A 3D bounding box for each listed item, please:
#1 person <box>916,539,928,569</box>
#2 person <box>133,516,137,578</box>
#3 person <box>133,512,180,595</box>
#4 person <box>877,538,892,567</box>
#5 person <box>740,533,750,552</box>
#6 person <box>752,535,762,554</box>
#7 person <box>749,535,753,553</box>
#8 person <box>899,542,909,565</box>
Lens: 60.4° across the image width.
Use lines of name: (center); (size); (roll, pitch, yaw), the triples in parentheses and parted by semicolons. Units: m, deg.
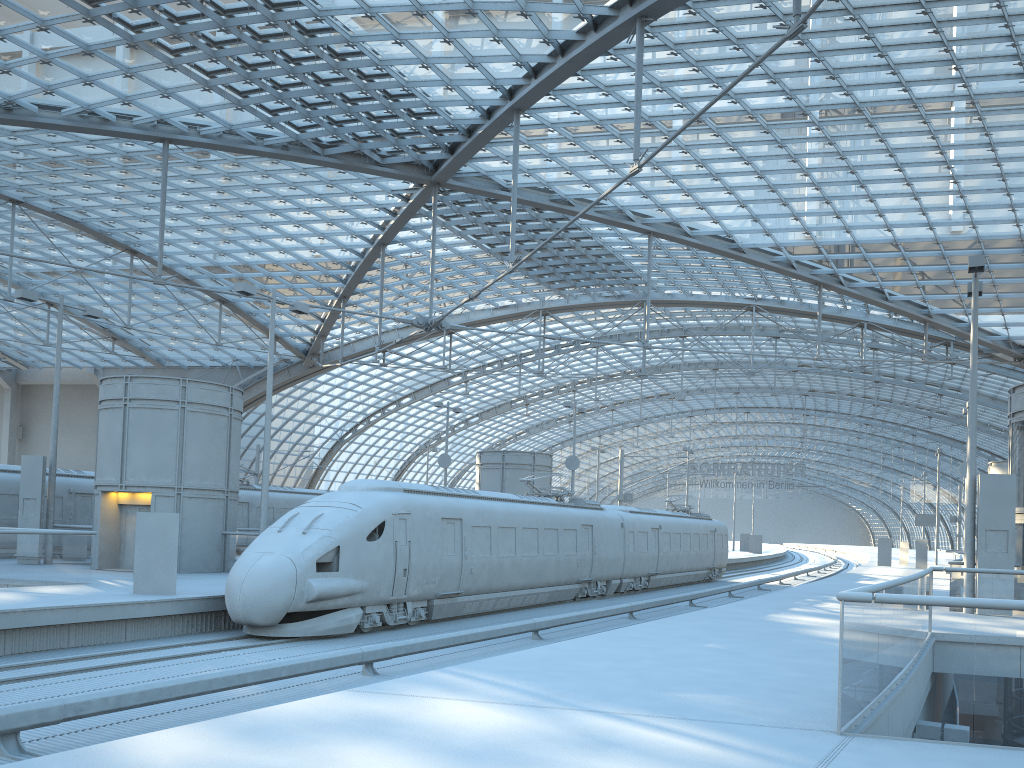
person: (24.378, 10.153, 52.390); (0.068, 1.802, 0.784); (3, -3, -32)
person: (-9.090, 4.115, 21.986); (0.710, 1.607, 0.001); (2, -2, 5)
person: (-7.208, 3.464, 17.855); (0.875, 1.700, 0.001); (2, -2, 0)
person: (23.235, 10.489, 54.683); (0.001, 1.793, 0.902); (3, -3, -39)
person: (22.769, 15.583, 86.292); (0.899, 1.793, 0.001); (1, -2, 21)
person: (21.834, 14.299, 78.111); (0.827, 1.726, 0.001); (1, -2, 26)
person: (22.519, 14.896, 81.725); (0.875, 1.700, 0.001); (0, -2, 26)
person: (26.375, 11.405, 59.095); (0.001, 1.606, 0.810); (3, -3, -19)
